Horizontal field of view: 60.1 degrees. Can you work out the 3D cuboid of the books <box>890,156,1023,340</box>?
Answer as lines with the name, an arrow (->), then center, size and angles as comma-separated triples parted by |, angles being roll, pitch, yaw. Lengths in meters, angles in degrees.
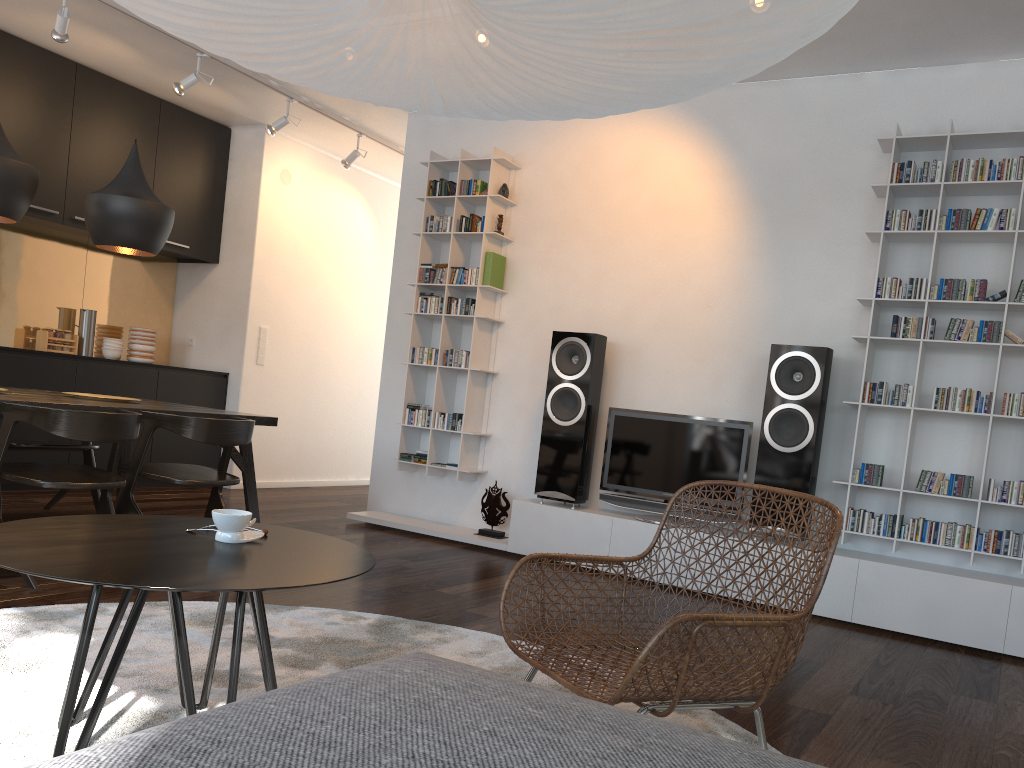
books -> 2.587, -0.582, 3.935 | 1.746, 0.860, 0.115 | 6, 2, 30

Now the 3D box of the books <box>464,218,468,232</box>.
books -> -0.275, -0.992, 5.565 | 0.014, 0.092, 0.070 | 8, 2, 30

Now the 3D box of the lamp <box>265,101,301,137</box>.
lamp -> -1.538, -1.788, 5.980 | 0.250, 0.240, 0.085 | 6, 2, 6

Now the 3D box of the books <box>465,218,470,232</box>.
books -> -0.262, -0.991, 5.556 | 0.020, 0.093, 0.070 | 8, 2, 30

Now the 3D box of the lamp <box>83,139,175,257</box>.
lamp -> -1.855, -0.918, 4.304 | 0.411, 0.542, 0.409 | 6, 1, -13

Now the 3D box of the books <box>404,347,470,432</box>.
books -> -0.452, 0.031, 5.682 | 0.467, 0.512, 0.122 | 7, 2, 30

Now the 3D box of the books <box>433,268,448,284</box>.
books -> -0.430, -0.684, 5.669 | 0.114, 0.108, 0.096 | 7, 1, 30

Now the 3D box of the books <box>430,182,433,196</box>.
books -> -0.501, -1.243, 5.699 | 0.014, 0.092, 0.070 | 8, 2, 30

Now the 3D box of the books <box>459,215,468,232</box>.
books -> -0.304, -1.002, 5.579 | 0.023, 0.107, 0.069 | 8, 2, 30

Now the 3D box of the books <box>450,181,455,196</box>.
books -> -0.360, -1.233, 5.619 | 0.057, 0.099, 0.069 | 7, 2, 30

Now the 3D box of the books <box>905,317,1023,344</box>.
books -> 2.140, -0.247, 4.182 | 0.501, 0.106, 0.090 | 6, 0, 30

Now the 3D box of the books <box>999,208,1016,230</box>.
books -> 2.521, -0.570, 3.971 | 0.618, 0.439, 0.101 | 6, 2, 29

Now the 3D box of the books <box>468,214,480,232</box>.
books -> -0.239, -1.001, 5.545 | 0.028, 0.116, 0.074 | 8, 2, 30

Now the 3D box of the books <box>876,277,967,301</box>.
books -> 1.977, -0.453, 4.281 | 0.382, 0.104, 0.102 | 6, 0, 30

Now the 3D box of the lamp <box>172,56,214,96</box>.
lamp -> -1.912, -1.848, 5.327 | 0.250, 0.240, 0.085 | 6, 2, 1

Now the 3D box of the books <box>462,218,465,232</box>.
books -> -0.287, -0.993, 5.573 | 0.014, 0.092, 0.070 | 8, 2, 30

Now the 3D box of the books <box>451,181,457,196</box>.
books -> -0.352, -1.232, 5.614 | 0.057, 0.099, 0.069 | 7, 2, 30

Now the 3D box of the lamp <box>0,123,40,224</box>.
lamp -> -2.203, -0.974, 3.699 | 0.410, 0.542, 0.410 | 7, 1, 6

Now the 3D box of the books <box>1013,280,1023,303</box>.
books -> 2.371, -0.417, 4.052 | 0.118, 0.108, 0.090 | 7, 1, 30

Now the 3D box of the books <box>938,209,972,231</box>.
books -> 2.108, -0.770, 4.211 | 0.131, 0.104, 0.099 | 6, 1, 28

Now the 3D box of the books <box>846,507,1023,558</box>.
books -> 2.619, -0.095, 3.907 | 1.944, 1.825, 0.115 | 7, 2, 30

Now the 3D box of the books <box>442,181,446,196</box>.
books -> -0.420, -1.240, 5.651 | 0.019, 0.099, 0.074 | 8, 2, 30

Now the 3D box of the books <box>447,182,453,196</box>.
books -> -0.384, -1.232, 5.631 | 0.046, 0.091, 0.070 | 7, 1, 30

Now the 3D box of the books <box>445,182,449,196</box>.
books -> -0.403, -1.234, 5.643 | 0.028, 0.093, 0.070 | 8, 2, 30

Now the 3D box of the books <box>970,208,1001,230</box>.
books -> 2.218, -0.760, 4.146 | 0.118, 0.108, 0.090 | 7, 1, 30

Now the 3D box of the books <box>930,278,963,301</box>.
books -> 2.075, -0.443, 4.224 | 0.131, 0.104, 0.099 | 6, 1, 28

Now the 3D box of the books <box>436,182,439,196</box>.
books -> -0.457, -1.239, 5.675 | 0.014, 0.092, 0.070 | 8, 2, 30

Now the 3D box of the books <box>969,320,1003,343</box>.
books -> 2.219, -0.238, 4.137 | 0.131, 0.104, 0.099 | 6, 1, 28

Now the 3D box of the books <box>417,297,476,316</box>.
books -> -0.390, -0.492, 5.660 | 0.466, 0.113, 0.123 | 6, 0, 30

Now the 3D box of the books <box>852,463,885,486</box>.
books -> 1.766, 0.447, 4.386 | 0.131, 0.104, 0.099 | 6, 1, 28

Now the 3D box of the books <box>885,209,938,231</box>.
books -> 2.316, -0.585, 4.088 | 1.119, 0.432, 0.102 | 6, 2, 30

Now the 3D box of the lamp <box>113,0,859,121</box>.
lamp -> -0.144, -0.673, 1.427 | 1.474, 0.210, 1.465 | 7, -2, -23

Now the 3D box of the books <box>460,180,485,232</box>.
books -> -0.221, -1.107, 5.569 | 0.228, 0.334, 0.107 | 7, 2, 30

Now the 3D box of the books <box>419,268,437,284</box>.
books -> -0.535, -0.692, 5.730 | 0.101, 0.104, 0.096 | 7, 1, 30

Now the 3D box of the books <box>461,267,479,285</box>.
books -> -0.232, -0.668, 5.562 | 0.136, 0.113, 0.123 | 6, 0, 30

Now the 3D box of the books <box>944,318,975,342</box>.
books -> 2.120, -0.252, 4.193 | 0.118, 0.108, 0.090 | 7, 1, 30

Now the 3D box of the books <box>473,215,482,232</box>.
books -> -0.218, -0.995, 5.535 | 0.016, 0.107, 0.069 | 8, 2, 30

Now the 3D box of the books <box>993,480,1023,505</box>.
books -> 2.357, 0.501, 4.047 | 0.267, 0.113, 0.100 | 6, 0, 29

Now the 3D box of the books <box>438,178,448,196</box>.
books -> -0.438, -1.249, 5.664 | 0.028, 0.116, 0.074 | 8, 2, 30

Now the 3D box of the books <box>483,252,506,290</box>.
books -> -0.110, -0.705, 5.552 | 0.049, 0.214, 0.166 | 8, 2, 30

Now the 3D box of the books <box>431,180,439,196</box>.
books -> -0.486, -1.250, 5.688 | 0.023, 0.107, 0.069 | 8, 2, 30

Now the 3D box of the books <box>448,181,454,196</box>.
books -> -0.368, -1.234, 5.623 | 0.057, 0.099, 0.069 | 7, 2, 30

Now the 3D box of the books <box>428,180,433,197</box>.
books -> -0.512, -1.252, 5.709 | 0.016, 0.107, 0.069 | 8, 2, 30

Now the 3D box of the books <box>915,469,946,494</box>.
books -> 2.007, 0.469, 4.246 | 0.118, 0.108, 0.090 | 7, 1, 30

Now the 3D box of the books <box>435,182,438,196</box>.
books -> -0.469, -1.240, 5.681 | 0.014, 0.092, 0.070 | 8, 2, 30

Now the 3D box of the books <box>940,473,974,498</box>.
books -> 2.107, 0.479, 4.189 | 0.131, 0.104, 0.099 | 6, 1, 28

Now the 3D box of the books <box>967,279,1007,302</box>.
books -> 2.225, -0.428, 4.136 | 0.163, 0.106, 0.090 | 6, 1, 30

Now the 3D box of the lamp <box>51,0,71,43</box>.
lamp -> -2.770, -1.135, 5.332 | 0.089, 1.851, 1.826 | 5, 1, -26

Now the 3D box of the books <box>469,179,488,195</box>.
books -> -0.176, -1.217, 5.545 | 0.160, 0.110, 0.102 | 6, 1, 30

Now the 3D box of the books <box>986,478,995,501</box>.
books -> 2.551, 0.519, 3.936 | 0.761, 0.113, 0.115 | 6, 0, 30

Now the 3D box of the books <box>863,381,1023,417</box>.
books -> 2.586, 0.121, 3.923 | 1.917, 0.114, 0.115 | 5, 0, 30
